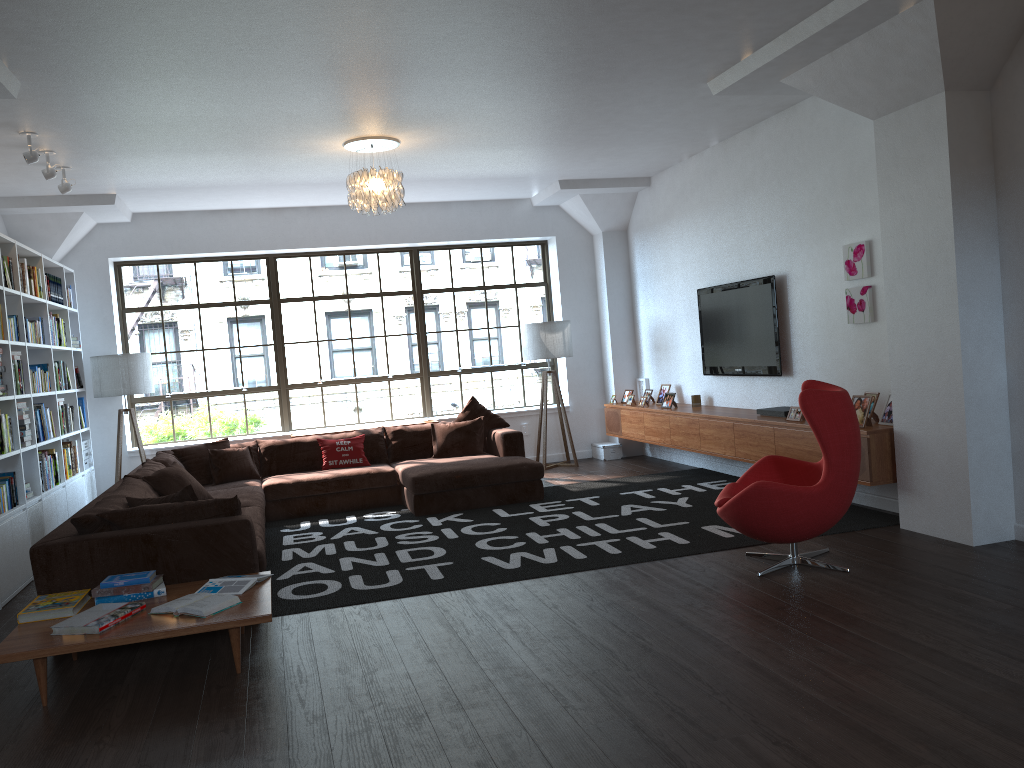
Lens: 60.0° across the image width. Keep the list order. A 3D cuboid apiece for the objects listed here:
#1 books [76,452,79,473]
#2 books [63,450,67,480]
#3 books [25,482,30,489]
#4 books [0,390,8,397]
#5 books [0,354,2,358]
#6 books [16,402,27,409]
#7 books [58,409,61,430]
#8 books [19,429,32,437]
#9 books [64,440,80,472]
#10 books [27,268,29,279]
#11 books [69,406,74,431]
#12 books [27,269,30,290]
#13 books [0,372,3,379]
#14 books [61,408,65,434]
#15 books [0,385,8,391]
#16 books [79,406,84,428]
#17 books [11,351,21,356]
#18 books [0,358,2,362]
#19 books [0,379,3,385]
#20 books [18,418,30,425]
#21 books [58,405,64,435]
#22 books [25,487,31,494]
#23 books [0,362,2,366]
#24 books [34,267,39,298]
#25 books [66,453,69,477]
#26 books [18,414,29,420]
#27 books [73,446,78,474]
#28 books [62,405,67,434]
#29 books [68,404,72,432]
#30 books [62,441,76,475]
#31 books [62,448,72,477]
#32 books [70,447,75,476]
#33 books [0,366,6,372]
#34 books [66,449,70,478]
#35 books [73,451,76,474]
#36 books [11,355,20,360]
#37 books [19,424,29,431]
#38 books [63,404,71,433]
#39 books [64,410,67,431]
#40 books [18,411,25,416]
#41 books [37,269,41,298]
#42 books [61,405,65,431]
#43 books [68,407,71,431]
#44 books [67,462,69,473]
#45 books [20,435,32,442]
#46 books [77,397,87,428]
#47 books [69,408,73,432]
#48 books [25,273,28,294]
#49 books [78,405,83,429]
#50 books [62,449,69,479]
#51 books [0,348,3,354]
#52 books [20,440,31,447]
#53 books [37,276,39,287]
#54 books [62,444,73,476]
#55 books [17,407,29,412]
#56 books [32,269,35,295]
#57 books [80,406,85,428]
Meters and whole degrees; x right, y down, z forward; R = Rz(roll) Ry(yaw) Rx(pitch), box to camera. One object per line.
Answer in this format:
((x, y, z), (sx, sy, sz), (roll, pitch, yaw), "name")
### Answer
((-3.991, 0.695, 7.962), (0.161, 0.223, 0.027), (-5, 2, -15), "books")
((-3.851, 0.688, 7.451), (0.183, 0.253, 0.036), (-5, 2, -15), "books")
((-3.612, 0.745, 6.343), (0.254, 0.032, 0.174), (-5, 2, -10), "books")
((-3.498, 0.072, 5.926), (0.171, 0.039, 0.246), (-5, 2, -15), "books")
((-3.531, -0.183, 5.938), (0.144, 0.024, 0.208), (-5, 2, -10), "books")
((-3.608, 0.160, 6.361), (0.185, 0.041, 0.129), (-5, 2, -1), "books")
((-3.866, 0.326, 7.408), (0.161, 0.223, 0.030), (-5, 2, -15), "books")
((-3.625, 0.364, 6.389), (0.259, 0.040, 0.180), (-5, 2, -15), "books")
((-4.007, 0.661, 7.999), (0.176, 0.290, 0.053), (-5, 2, -15), "books")
((-3.857, -0.789, 6.894), (0.174, 0.240, 0.045), (-5, 2, -15), "books")
((-4.020, 0.317, 7.945), (0.168, 0.228, 0.139), (-5, 2, -15), "books")
((-3.830, -0.782, 6.865), (0.161, 0.223, 0.026), (-5, 2, -15), "books")
((-3.523, -0.049, 5.925), (0.168, 0.045, 0.231), (-6, 2, -20), "books")
((-3.891, 0.324, 7.516), (0.161, 0.223, 0.030), (-5, 2, -15), "books")
((-3.503, 0.034, 5.921), (0.160, 0.039, 0.251), (-5, 2, -10), "books")
((-4.096, 0.318, 8.267), (0.161, 0.213, 0.118), (-5, 2, -15), "books")
((-3.616, -0.207, 6.261), (0.224, 0.030, 0.161), (-5, 2, -5), "books")
((-3.551, -0.155, 5.942), (0.223, 0.027, 0.161), (-6, 2, -26), "books")
((-3.529, -0.004, 5.909), (0.180, 0.042, 0.259), (-5, 2, -15), "books")
((-3.617, 0.281, 6.368), (0.253, 0.040, 0.183), (-5, 2, -15), "books")
((-3.877, 0.311, 7.446), (0.174, 0.251, 0.051), (-5, 2, -15), "books")
((-3.604, 0.777, 6.343), (0.284, 0.033, 0.197), (-6, 3, -30), "books")
((-3.529, -0.127, 5.924), (0.161, 0.033, 0.223), (-5, 2, -15), "books")
((-3.879, -0.800, 7.061), (0.183, 0.253, 0.034), (-5, 2, -15), "books")
((-3.870, 0.687, 7.519), (0.183, 0.253, 0.036), (-5, 2, -15), "books")
((-3.615, 0.246, 6.374), (0.223, 0.032, 0.161), (-5, 2, -15), "books")
((-3.981, 0.684, 7.921), (0.171, 0.246, 0.057), (-5, 2, -15), "books")
((-3.929, 0.312, 7.613), (0.171, 0.246, 0.036), (-5, 2, -15), "books")
((-3.988, 0.307, 7.826), (0.160, 0.251, 0.039), (-5, 2, -15), "books")
((-3.929, 0.659, 7.794), (0.140, 0.298, 0.044), (-5, 2, -15), "books")
((-3.895, 0.684, 7.626), (0.183, 0.253, 0.037), (-5, 2, -15), "books")
((-3.931, 0.686, 7.741), (0.189, 0.247, 0.057), (-5, 2, -15), "books")
((-3.518, -0.092, 5.921), (0.183, 0.042, 0.253), (-5, 2, -15), "books")
((-3.889, 0.687, 7.595), (0.160, 0.250, 0.027), (-5, 2, -15), "books")
((-3.943, 0.704, 7.838), (0.144, 0.207, 0.048), (-5, 2, -15), "books")
((-3.611, -0.177, 6.254), (0.223, 0.031, 0.161), (-5, 2, -15), "books")
((-3.611, 0.321, 6.378), (0.231, 0.044, 0.168), (-6, 2, -20), "books")
((-3.961, 0.307, 7.728), (0.183, 0.253, 0.042), (-5, 2, -15), "books")
((-3.942, 0.310, 7.647), (0.160, 0.251, 0.036), (-5, 2, -15), "books")
((-3.591, 0.216, 6.366), (0.161, 0.026, 0.223), (-6, 2, -26), "books")
((-3.910, -0.800, 7.164), (0.160, 0.250, 0.026), (-5, 2, -15), "books")
((-3.915, 0.312, 7.545), (0.183, 0.253, 0.039), (-5, 2, -15), "books")
((-3.972, 0.320, 7.794), (0.161, 0.223, 0.032), (-5, 2, -15), "books")
((-3.887, 0.693, 7.557), (0.174, 0.240, 0.048), (-5, 2, -15), "books")
((-3.611, 0.403, 6.368), (0.251, 0.037, 0.160), (-5, 2, -10), "books")
((-4.144, 0.277, 8.411), (0.176, 0.290, 0.053), (-5, 2, -15), "books")
((-3.989, 0.328, 7.863), (0.161, 0.221, 0.035), (-5, 2, -16), "books")
((-3.807, -0.780, 6.788), (0.161, 0.223, 0.027), (-5, 2, -15), "books")
((-4.069, 0.308, 8.170), (0.172, 0.235, 0.112), (-5, 2, -15), "books")
((-3.856, 0.687, 7.486), (0.183, 0.253, 0.037), (-5, 2, -15), "books")
((-3.526, -0.217, 5.935), (0.129, 0.043, 0.185), (-5, 2, -1), "books")
((-3.605, 0.440, 6.368), (0.246, 0.038, 0.171), (-5, 2, -15), "books")
((-3.908, -0.794, 7.128), (0.174, 0.240, 0.045), (-5, 2, -15), "books")
((-3.928, 0.670, 7.678), (0.198, 0.284, 0.066), (-5, 2, -15), "books")
((-3.603, 0.192, 6.370), (0.208, 0.024, 0.144), (-5, 2, -10), "books")
((-3.867, -0.787, 6.994), (0.168, 0.231, 0.037), (-5, 2, -15), "books")
((-4.115, 0.319, 8.314), (0.161, 0.213, 0.146), (-5, 2, -15), "books")
